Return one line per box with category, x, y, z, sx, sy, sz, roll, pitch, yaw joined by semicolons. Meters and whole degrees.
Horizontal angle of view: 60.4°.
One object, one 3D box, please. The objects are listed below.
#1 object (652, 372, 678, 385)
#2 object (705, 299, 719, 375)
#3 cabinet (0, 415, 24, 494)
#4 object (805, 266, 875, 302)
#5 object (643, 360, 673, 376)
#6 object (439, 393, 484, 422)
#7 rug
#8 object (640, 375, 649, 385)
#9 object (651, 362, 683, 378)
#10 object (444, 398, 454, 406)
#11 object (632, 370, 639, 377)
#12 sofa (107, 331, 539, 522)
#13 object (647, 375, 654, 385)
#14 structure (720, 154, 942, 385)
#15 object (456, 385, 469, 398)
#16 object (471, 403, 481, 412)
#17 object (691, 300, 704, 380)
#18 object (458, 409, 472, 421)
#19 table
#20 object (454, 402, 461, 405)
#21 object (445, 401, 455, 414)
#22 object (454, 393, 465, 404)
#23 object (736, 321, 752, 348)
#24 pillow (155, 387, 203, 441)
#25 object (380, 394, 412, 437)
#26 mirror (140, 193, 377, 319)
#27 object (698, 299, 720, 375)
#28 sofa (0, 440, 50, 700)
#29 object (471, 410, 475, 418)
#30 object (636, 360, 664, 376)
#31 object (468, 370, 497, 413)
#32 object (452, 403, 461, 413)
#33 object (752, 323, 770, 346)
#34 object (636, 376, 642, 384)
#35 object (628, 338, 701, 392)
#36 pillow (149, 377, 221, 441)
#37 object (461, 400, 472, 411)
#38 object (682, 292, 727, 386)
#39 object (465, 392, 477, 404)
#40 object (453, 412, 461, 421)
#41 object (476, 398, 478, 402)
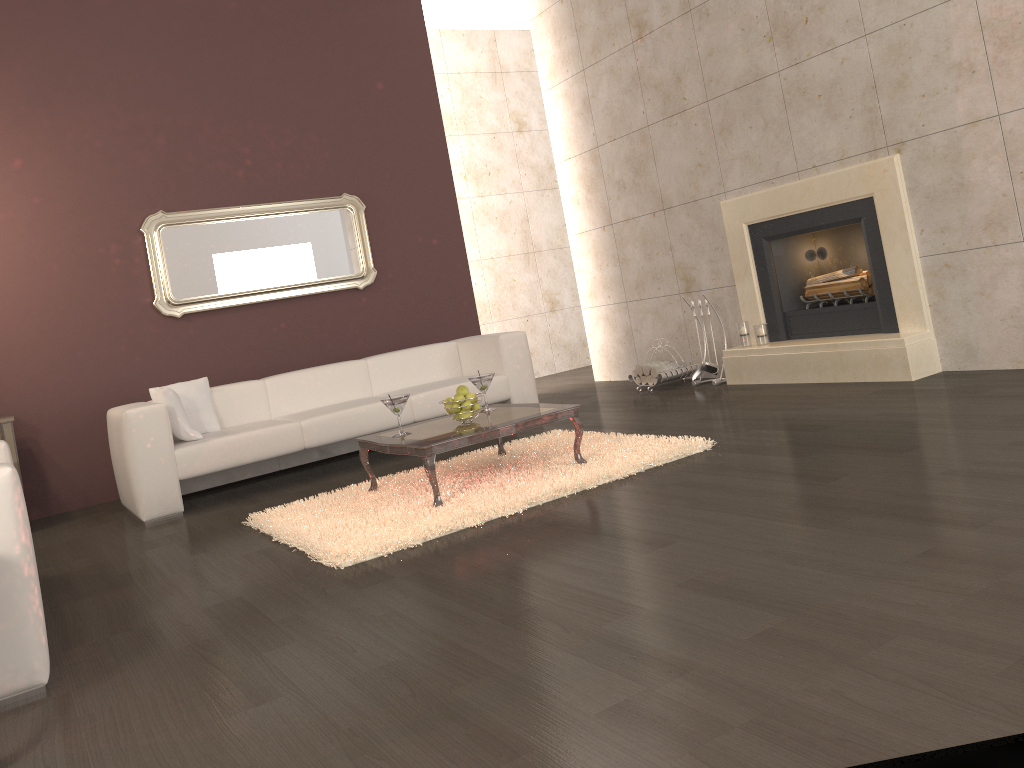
object;1.221;-0.048;6.917;0.246;0.059;0.060;-13;3;-31
object;1.483;-0.357;6.598;0.107;0.566;0.026;-9;-2;-38
cabinet;-3.776;0.714;5.235;1.543;0.731;0.527;-13;2;-31
object;2.234;-0.683;6.013;0.222;0.211;0.509;-11;4;-30
object;1.163;-0.127;7.004;0.254;0.077;0.078;-13;3;-31
object;-0.242;0.128;4.405;0.232;0.119;0.235;-9;4;14
rug;-0.191;0.488;4.389;2.017;0.067;1.498;-13;6;-31
object;1.163;-0.058;7.052;0.279;0.074;0.082;-13;3;-31
object;1.216;-0.114;6.928;0.264;0.079;0.079;-13;3;-31
object;-0.315;0.096;4.434;0.054;0.055;0.054;-10;2;22
object;1.091;-0.108;7.128;0.254;0.057;0.056;-13;3;-31
sofa;-1.218;0.196;6.068;2.810;0.652;0.936;-13;4;-31
object;1.190;-0.056;6.978;0.254;0.077;0.078;-13;3;-31
structure;2.087;-0.726;5.967;0.594;1.342;1.513;-10;2;-30
object;-0.248;0.037;4.406;0.063;0.064;0.062;-11;2;-30
object;-0.183;0.115;4.403;0.052;0.048;0.051;-12;2;-36
object;1.390;-0.335;6.752;0.125;0.604;0.116;-10;-1;9
object;-0.234;0.149;4.372;0.069;0.064;0.068;-10;2;14
table;-0.212;0.341;4.414;0.923;0.303;0.898;-13;5;-32
object;-0.265;0.085;4.382;0.045;0.044;0.046;-9;2;31
object;-0.299;0.117;4.385;0.065;0.066;0.067;-9;2;26
object;-0.261;0.074;4.338;0.054;0.051;0.053;-11;2;-30
object;1.685;-0.361;6.389;0.098;0.184;0.098;-10;0;12
pillow;-2.068;0.182;5.428;0.187;0.359;0.373;-10;2;-32
object;-0.565;0.146;4.366;0.153;0.217;0.150;-11;1;-38
mirror;-1.938;-1.038;6.943;1.800;0.825;0.046;-13;0;-31
object;1.468;-0.350;6.679;0.137;0.589;0.069;-10;-2;-7
sofa;-2.268;0.649;3.153;0.952;0.651;2.012;-12;5;-30
object;-0.209;0.152;4.424;0.044;0.043;0.042;-11;2;-27
object;1.118;-0.130;7.077;0.254;0.082;0.081;-13;3;-31
object;-0.151;0.036;4.744;0.150;0.217;0.153;-10;1;35
object;-0.274;0.118;4.345;0.046;0.046;0.044;-12;2;-39
object;1.788;-0.355;6.305;0.108;0.148;0.107;-11;1;-26
object;1.115;-0.057;7.101;0.254;0.057;0.056;-13;3;-31
object;1.207;-0.173;7.044;0.507;0.380;0.427;-12;3;-31
pillow;-2.120;0.165;5.710;0.380;0.362;0.167;-11;0;-32
object;-0.225;0.106;4.343;0.054;0.051;0.053;-11;2;-26
object;1.472;-0.350;6.683;0.219;0.699;0.260;-10;-1;-30
object;-0.203;0.073;4.387;0.056;0.061;0.063;-9;2;29
object;-0.270;0.157;4.423;0.055;0.055;0.054;-11;2;-19
object;-0.202;0.082;4.449;0.063;0.055;0.060;-12;3;-37
